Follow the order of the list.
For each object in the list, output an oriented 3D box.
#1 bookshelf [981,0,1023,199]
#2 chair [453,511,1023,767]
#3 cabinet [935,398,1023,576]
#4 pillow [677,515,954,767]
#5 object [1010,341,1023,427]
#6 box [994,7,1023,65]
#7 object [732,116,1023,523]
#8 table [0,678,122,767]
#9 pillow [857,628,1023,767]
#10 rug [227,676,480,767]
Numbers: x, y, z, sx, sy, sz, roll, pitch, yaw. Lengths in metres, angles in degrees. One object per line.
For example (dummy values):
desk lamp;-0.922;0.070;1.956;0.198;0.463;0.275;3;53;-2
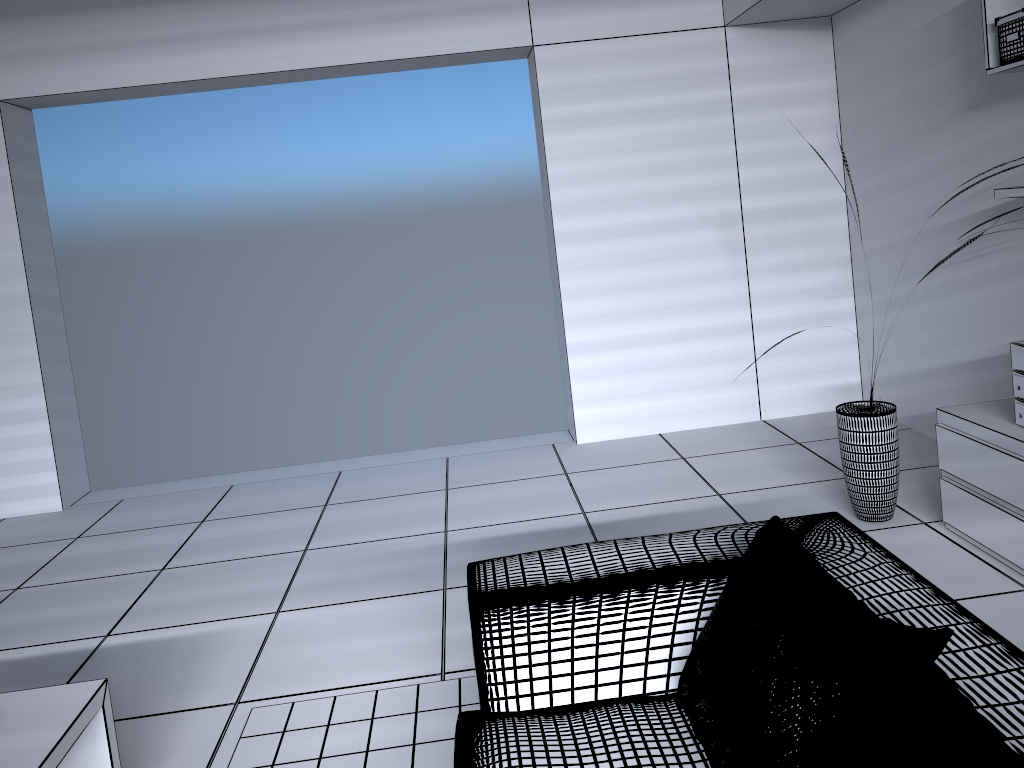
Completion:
bookshelf;1.937;-0.643;1.753;0.328;1.235;2.855;-7;10;-3
chair;0.380;0.764;1.254;0.960;0.545;1.671;-7;10;-3
cabinet;1.908;0.483;2.116;0.574;0.444;2.300;-7;11;-3
pillow;0.454;0.513;1.528;0.340;0.384;0.574;-7;9;-5
object;1.803;0.018;2.673;0.347;0.266;0.436;-7;9;-3
box;1.812;-1.181;2.964;0.281;0.160;0.176;-7;8;-3
object;1.414;-0.266;3.292;1.172;1.568;0.253;-3;6;29
table;-1.172;1.002;1.386;0.650;0.384;1.217;-7;10;-3
pillow;0.490;0.597;0.949;0.301;0.393;0.573;-7;9;-5
rug;0.220;1.022;1.471;1.799;0.001;2.262;-7;11;-3
